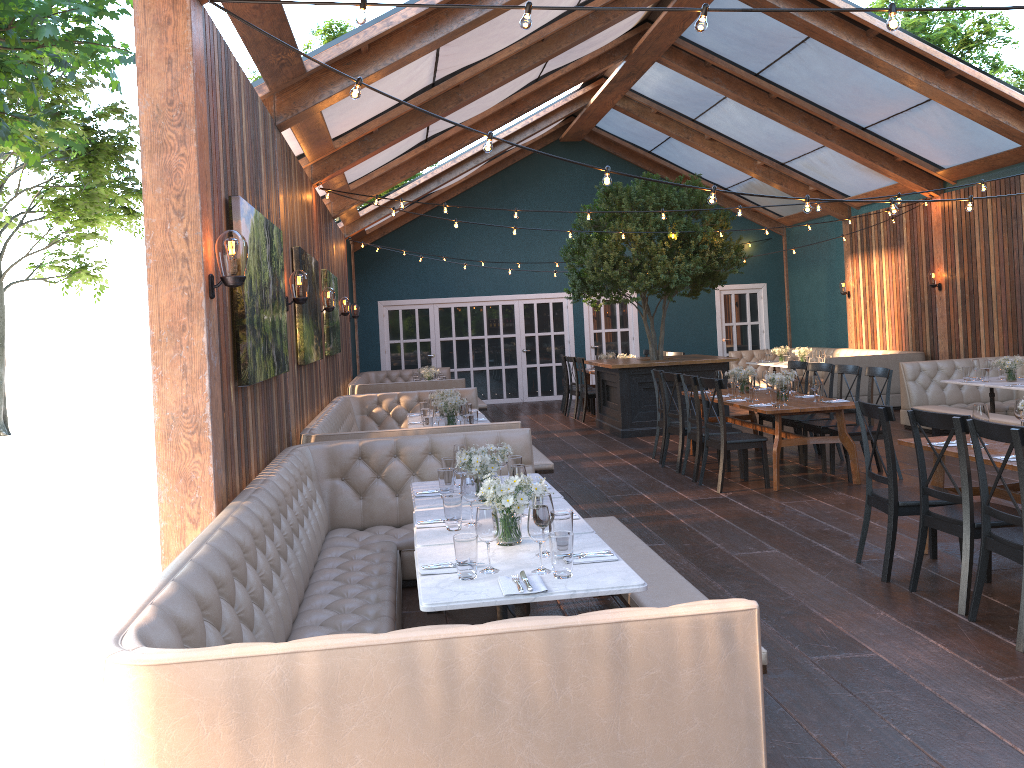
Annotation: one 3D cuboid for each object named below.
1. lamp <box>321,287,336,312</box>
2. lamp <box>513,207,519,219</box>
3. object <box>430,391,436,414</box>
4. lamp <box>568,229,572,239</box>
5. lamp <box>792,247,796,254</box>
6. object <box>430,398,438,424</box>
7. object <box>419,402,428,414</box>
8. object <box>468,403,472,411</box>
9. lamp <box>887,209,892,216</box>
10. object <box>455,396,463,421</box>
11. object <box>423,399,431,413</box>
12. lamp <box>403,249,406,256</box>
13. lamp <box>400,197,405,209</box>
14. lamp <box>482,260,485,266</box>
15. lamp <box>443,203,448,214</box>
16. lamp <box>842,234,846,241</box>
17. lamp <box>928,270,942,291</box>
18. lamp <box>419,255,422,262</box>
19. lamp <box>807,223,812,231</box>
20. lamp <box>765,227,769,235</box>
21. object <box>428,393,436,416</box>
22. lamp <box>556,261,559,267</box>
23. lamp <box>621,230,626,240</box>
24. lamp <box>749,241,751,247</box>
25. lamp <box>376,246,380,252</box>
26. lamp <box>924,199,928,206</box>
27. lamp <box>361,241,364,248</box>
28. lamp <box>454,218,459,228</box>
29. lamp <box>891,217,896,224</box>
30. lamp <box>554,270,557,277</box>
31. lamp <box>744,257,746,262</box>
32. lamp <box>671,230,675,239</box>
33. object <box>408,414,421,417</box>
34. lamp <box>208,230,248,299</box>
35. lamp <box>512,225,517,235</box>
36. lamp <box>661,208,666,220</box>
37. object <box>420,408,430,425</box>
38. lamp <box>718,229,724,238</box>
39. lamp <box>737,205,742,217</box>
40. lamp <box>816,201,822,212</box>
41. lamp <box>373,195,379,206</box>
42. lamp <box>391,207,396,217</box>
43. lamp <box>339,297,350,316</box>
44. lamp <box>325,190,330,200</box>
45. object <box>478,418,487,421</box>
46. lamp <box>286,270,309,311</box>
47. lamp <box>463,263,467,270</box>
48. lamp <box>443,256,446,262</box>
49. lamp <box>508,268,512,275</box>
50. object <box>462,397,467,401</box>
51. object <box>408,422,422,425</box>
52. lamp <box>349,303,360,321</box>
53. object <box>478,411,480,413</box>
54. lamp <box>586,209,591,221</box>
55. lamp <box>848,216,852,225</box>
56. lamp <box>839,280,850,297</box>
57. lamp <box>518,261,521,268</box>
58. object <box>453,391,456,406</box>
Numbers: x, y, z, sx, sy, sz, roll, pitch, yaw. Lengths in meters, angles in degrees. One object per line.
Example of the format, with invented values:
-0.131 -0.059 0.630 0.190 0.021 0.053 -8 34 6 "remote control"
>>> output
-2.001 -0.891 9.594 0.178 0.320 0.146 -3 1 -7 "lamp"
0.039 -1.792 9.279 0.056 0.121 0.056 -3 1 5 "lamp"
-0.855 0.204 9.628 0.092 0.244 0.092 -3 1 41 "object"
0.718 -1.861 10.956 0.056 0.120 0.056 -3 1 -20 "lamp"
4.433 -2.097 13.904 0.056 0.121 0.056 -3 1 -30 "lamp"
-0.754 0.265 8.635 0.092 0.244 0.092 -3 1 41 "object"
-0.927 0.271 9.317 0.092 0.158 0.092 -3 1 -21 "object"
-0.444 0.278 8.856 0.092 0.158 0.092 -3 1 -21 "object"
5.574 -2.532 13.062 0.064 0.118 0.056 -3 1 2 "lamp"
-0.531 0.245 8.775 0.092 0.244 0.092 -3 1 41 "object"
-0.929 0.245 9.718 0.092 0.158 0.092 -3 1 -21 "object"
-1.887 -2.308 15.502 0.056 0.121 0.056 -3 1 -23 "lamp"
-1.176 -1.933 9.458 0.056 0.121 0.056 -3 1 -4 "lamp"
-0.530 -2.211 16.189 0.056 0.120 0.056 -3 1 -5 "lamp"
-0.707 -1.865 9.392 0.056 0.121 0.056 -3 1 17 "lamp"
5.157 -2.271 13.738 0.056 0.118 0.066 -3 1 -31 "lamp"
6.401 -1.569 13.410 0.178 0.320 0.146 -3 1 -7 "lamp"
-1.542 -2.113 14.909 0.060 0.119 0.056 -3 1 -13 "lamp"
4.196 -2.219 12.474 0.056 0.117 0.068 -3 1 -10 "lamp"
3.507 -2.109 12.177 0.060 0.119 0.056 -3 1 17 "lamp"
-0.840 0.220 9.385 0.092 0.244 0.092 -3 1 41 "object"
0.858 -2.279 16.836 0.067 0.118 0.056 -2 1 37 "lamp"
1.416 -1.900 11.263 0.056 0.121 0.056 -3 1 -26 "lamp"
5.004 -2.941 18.602 0.056 0.121 0.056 -3 1 -25 "lamp"
-2.278 -2.285 14.986 0.076 0.114 0.056 -2 1 38 "lamp"
6.254 -2.741 13.361 0.056 0.120 0.056 -3 1 22 "lamp"
-2.561 -2.390 15.153 0.056 0.120 0.056 -3 1 -37 "lamp"
-0.648 -1.868 10.282 0.056 0.119 0.062 -2 1 35 "lamp"
5.852 -2.515 13.581 0.074 0.115 0.056 -3 1 -1 "lamp"
0.714 -1.824 14.628 0.056 0.119 0.060 -3 1 30 "lamp"
3.698 -1.975 14.077 0.056 0.121 0.056 -3 1 -31 "lamp"
2.109 -1.955 11.584 0.056 0.121 0.056 -3 1 18 "lamp"
-0.991 0.334 9.479 0.255 0.019 0.158 -3 4 -7 "object"
-1.322 -0.561 4.134 0.178 0.320 0.146 -3 1 -7 "lamp"
0.029 -1.846 10.626 0.056 0.120 0.056 -3 1 -41 "lamp"
1.546 -1.735 9.047 0.056 0.121 0.056 -2 1 34 "lamp"
-0.836 0.318 8.548 0.092 0.158 0.092 -3 1 -21 "object"
2.808 -2.023 11.877 0.060 0.119 0.056 -3 1 -22 "lamp"
2.291 -1.742 8.914 0.056 0.121 0.056 -3 1 -32 "lamp"
3.043 -1.767 8.786 0.056 0.121 0.056 -3 1 8 "lamp"
-1.461 -1.972 9.497 0.056 0.120 0.056 -3 1 -41 "lamp"
-1.330 -1.938 9.953 0.056 0.118 0.065 -2 1 41 "lamp"
-2.340 -1.056 12.320 0.178 0.320 0.146 -3 1 -7 "lamp"
-2.010 -2.068 9.639 0.056 0.119 0.061 -3 1 28 "lamp"
-0.373 0.355 8.698 0.255 0.019 0.158 -3 4 -7 "object"
-1.659 -0.725 6.846 0.178 0.320 0.146 -3 1 -7 "lamp"
-0.791 -1.974 14.824 0.056 0.119 0.059 -3 1 -3 "lamp"
-1.209 -2.241 15.844 0.056 0.120 0.056 -3 1 8 "lamp"
-0.031 -1.874 14.697 0.056 0.115 0.074 -2 1 36 "lamp"
-0.533 0.230 9.646 0.092 0.158 0.092 -3 1 -21 "object"
-0.896 0.380 8.708 0.255 0.019 0.158 -3 4 -7 "object"
-2.679 -1.221 15.047 0.178 0.320 0.146 -3 1 -7 "lamp"
-0.469 0.307 9.485 0.255 0.019 0.158 -3 4 -7 "object"
0.791 -1.749 9.163 0.056 0.121 0.056 -3 1 2 "lamp"
4.883 -2.360 12.787 0.056 0.121 0.056 -3 1 -25 "lamp"
6.062 -1.734 16.137 0.178 0.320 0.146 -3 1 -7 "lamp"
0.134 -2.229 16.527 0.056 0.121 0.056 -3 1 17 "lamp"
-0.637 0.196 9.581 0.092 0.244 0.092 -3 1 41 "object"
